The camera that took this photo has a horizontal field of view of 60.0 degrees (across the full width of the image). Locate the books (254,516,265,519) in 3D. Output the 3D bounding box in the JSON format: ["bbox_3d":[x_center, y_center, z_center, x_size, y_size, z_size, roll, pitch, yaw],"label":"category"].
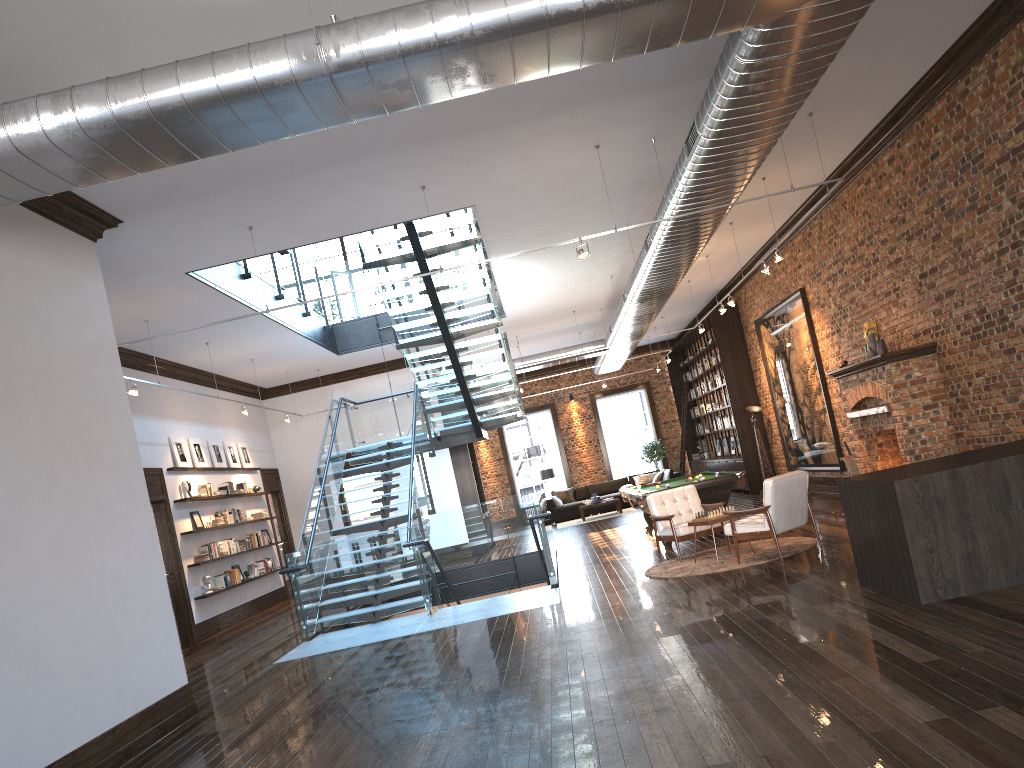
[{"bbox_3d":[-4.798,2.539,16.877,0.195,0.008,0.309,-13,-6,6],"label":"books"}]

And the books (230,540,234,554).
[{"bbox_3d":[-4.813,2.773,15.012,0.153,0.239,0.010,-13,-1,2],"label":"books"}]

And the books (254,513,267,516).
[{"bbox_3d":[-4.814,2.489,16.882,0.193,0.007,0.347,-13,-6,4],"label":"books"}]

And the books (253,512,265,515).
[{"bbox_3d":[-4.819,2.468,16.883,0.195,0.008,0.309,-13,-6,4],"label":"books"}]

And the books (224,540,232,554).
[{"bbox_3d":[-4.810,2.759,14.953,0.148,0.252,0.012,-12,-1,2],"label":"books"}]

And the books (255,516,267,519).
[{"bbox_3d":[-4.793,2.546,16.877,0.194,0.007,0.346,-13,-6,7],"label":"books"}]

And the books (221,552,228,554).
[{"bbox_3d":[-4.816,2.813,14.698,0.142,0.011,0.257,-12,-6,-1],"label":"books"}]

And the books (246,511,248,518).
[{"bbox_3d":[-4.874,2.417,16.106,0.140,0.181,0.030,-13,-1,2],"label":"books"}]

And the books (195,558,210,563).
[{"bbox_3d":[-4.844,2.766,13.882,0.143,0.028,0.236,-13,-6,2],"label":"books"}]

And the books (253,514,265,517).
[{"bbox_3d":[-4.804,2.502,16.882,0.195,0.008,0.309,-13,-6,7],"label":"books"}]

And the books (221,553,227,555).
[{"bbox_3d":[-4.810,2.823,14.698,0.142,0.011,0.258,-12,-6,-3],"label":"books"}]

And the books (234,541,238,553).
[{"bbox_3d":[-4.794,2.808,15.194,0.158,0.200,0.060,-13,-2,2],"label":"books"}]

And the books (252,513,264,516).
[{"bbox_3d":[-4.807,2.480,16.882,0.193,0.007,0.348,-12,-6,-3],"label":"books"}]

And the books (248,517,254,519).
[{"bbox_3d":[-4.858,2.472,16.275,0.142,0.011,0.256,-13,-6,3],"label":"books"}]

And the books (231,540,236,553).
[{"bbox_3d":[-4.797,2.779,15.076,0.170,0.234,0.012,-13,-1,2],"label":"books"}]

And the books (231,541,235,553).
[{"bbox_3d":[-4.805,2.787,15.056,0.150,0.218,0.028,-13,-1,2],"label":"books"}]

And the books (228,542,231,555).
[{"bbox_3d":[-4.808,2.769,14.886,0.154,0.218,0.030,-13,-1,2],"label":"books"}]

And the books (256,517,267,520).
[{"bbox_3d":[-4.788,2.568,16.876,0.193,0.007,0.348,-12,-6,-3],"label":"books"}]

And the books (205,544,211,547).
[{"bbox_3d":[-4.854,2.690,14.150,0.128,0.240,0.012,-12,-1,2],"label":"books"}]

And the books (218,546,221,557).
[{"bbox_3d":[-4.840,2.754,14.512,0.120,0.185,0.034,-13,-1,2],"label":"books"}]

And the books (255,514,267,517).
[{"bbox_3d":[-4.815,2.512,16.879,0.195,0.008,0.309,-13,-6,2],"label":"books"}]

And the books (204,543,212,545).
[{"bbox_3d":[-4.863,2.694,14.261,0.127,0.258,0.015,-12,-1,2],"label":"books"}]

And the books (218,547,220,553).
[{"bbox_3d":[-4.841,2.728,14.472,0.118,0.227,0.024,-12,-1,2],"label":"books"}]

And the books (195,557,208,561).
[{"bbox_3d":[-4.853,2.740,13.888,0.154,0.028,0.192,-12,-6,-3],"label":"books"}]

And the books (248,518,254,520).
[{"bbox_3d":[-4.851,2.493,16.275,0.141,0.011,0.288,-13,-6,4],"label":"books"}]

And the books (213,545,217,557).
[{"bbox_3d":[-4.844,2.719,14.298,0.150,0.210,0.035,-13,-1,2],"label":"books"}]

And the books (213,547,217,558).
[{"bbox_3d":[-4.841,2.731,14.273,0.143,0.179,0.013,-13,-1,2],"label":"books"}]

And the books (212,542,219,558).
[{"bbox_3d":[-4.851,2.709,14.390,0.131,0.252,0.027,-12,-1,2],"label":"books"}]

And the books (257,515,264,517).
[{"bbox_3d":[-4.800,2.517,16.879,0.195,0.008,0.310,-12,-6,-3],"label":"books"}]

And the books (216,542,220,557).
[{"bbox_3d":[-4.849,2.715,14.455,0.141,0.251,0.012,-12,-1,2],"label":"books"}]

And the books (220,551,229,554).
[{"bbox_3d":[-4.820,2.803,14.698,0.141,0.011,0.287,-13,-6,3],"label":"books"}]

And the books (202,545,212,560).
[{"bbox_3d":[-4.854,2.683,14.070,0.134,0.235,0.013,-12,-1,2],"label":"books"}]

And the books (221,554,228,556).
[{"bbox_3d":[-4.814,2.846,14.698,0.142,0.011,0.255,-13,-6,2],"label":"books"}]

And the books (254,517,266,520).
[{"bbox_3d":[-4.793,2.561,16.876,0.194,0.007,0.347,-13,-6,6],"label":"books"}]

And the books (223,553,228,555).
[{"bbox_3d":[-4.809,2.834,14.698,0.142,0.011,0.258,-12,-6,-2],"label":"books"}]

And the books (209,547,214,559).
[{"bbox_3d":[-4.845,2.704,14.124,0.156,0.202,0.013,-13,-1,2],"label":"books"}]

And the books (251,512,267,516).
[{"bbox_3d":[-4.818,2.475,16.883,0.193,0.007,0.347,-13,-6,4],"label":"books"}]

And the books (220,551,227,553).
[{"bbox_3d":[-4.818,2.792,14.698,0.141,0.011,0.289,-12,-6,-2],"label":"books"}]

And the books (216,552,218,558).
[{"bbox_3d":[-4.840,2.746,14.330,0.134,0.161,0.030,-13,-1,2],"label":"books"}]

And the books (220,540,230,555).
[{"bbox_3d":[-4.817,2.751,14.855,0.141,0.251,0.012,-12,-1,2],"label":"books"}]

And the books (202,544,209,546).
[{"bbox_3d":[-4.868,2.688,14.162,0.114,0.251,0.011,-12,-1,2],"label":"books"}]

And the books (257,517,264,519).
[{"bbox_3d":[-4.795,2.554,16.877,0.195,0.008,0.310,-12,-6,-2],"label":"books"}]

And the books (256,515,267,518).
[{"bbox_3d":[-4.805,2.533,16.877,0.195,0.008,0.309,-13,-6,4],"label":"books"}]

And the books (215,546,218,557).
[{"bbox_3d":[-4.843,2.732,14.361,0.128,0.197,0.031,-13,-1,2],"label":"books"}]

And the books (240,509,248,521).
[{"bbox_3d":[-4.869,2.388,16.048,0.142,0.224,0.012,-13,-1,2],"label":"books"}]

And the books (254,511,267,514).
[{"bbox_3d":[-4.822,2.453,16.883,0.193,0.007,0.347,-13,-6,4],"label":"books"}]

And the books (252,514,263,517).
[{"bbox_3d":[-4.810,2.496,16.882,0.193,0.007,0.347,-12,-6,-1],"label":"books"}]

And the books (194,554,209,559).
[{"bbox_3d":[-4.857,2.700,13.868,0.143,0.027,0.219,-13,-6,7],"label":"books"}]

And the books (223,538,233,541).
[{"bbox_3d":[-4.807,2.766,15.088,0.157,0.265,0.011,-12,-1,2],"label":"books"}]

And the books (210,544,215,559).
[{"bbox_3d":[-4.844,2.693,14.212,0.139,0.242,0.015,-12,-1,2],"label":"books"}]

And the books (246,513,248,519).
[{"bbox_3d":[-4.874,2.416,16.072,0.152,0.175,0.030,-13,-1,2],"label":"books"}]

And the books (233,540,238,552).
[{"bbox_3d":[-4.808,2.810,15.293,0.142,0.224,0.012,-13,-1,2],"label":"books"}]

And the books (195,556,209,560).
[{"bbox_3d":[-4.852,2.720,13.882,0.159,0.011,0.184,-13,-6,2],"label":"books"}]

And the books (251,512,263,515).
[{"bbox_3d":[-4.821,2.460,16.883,0.193,0.007,0.347,-12,-6,0],"label":"books"}]

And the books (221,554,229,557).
[{"bbox_3d":[-4.808,2.856,14.697,0.141,0.011,0.287,-12,-6,0],"label":"books"}]

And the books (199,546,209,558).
[{"bbox_3d":[-4.869,2.689,14.040,0.125,0.226,0.048,-12,-1,2],"label":"books"}]

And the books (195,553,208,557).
[{"bbox_3d":[-4.864,2.682,13.887,0.135,0.014,0.216,-13,-6,2],"label":"books"}]

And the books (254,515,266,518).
[{"bbox_3d":[-4.806,2.526,16.879,0.193,0.007,0.347,-12,-6,0],"label":"books"}]
